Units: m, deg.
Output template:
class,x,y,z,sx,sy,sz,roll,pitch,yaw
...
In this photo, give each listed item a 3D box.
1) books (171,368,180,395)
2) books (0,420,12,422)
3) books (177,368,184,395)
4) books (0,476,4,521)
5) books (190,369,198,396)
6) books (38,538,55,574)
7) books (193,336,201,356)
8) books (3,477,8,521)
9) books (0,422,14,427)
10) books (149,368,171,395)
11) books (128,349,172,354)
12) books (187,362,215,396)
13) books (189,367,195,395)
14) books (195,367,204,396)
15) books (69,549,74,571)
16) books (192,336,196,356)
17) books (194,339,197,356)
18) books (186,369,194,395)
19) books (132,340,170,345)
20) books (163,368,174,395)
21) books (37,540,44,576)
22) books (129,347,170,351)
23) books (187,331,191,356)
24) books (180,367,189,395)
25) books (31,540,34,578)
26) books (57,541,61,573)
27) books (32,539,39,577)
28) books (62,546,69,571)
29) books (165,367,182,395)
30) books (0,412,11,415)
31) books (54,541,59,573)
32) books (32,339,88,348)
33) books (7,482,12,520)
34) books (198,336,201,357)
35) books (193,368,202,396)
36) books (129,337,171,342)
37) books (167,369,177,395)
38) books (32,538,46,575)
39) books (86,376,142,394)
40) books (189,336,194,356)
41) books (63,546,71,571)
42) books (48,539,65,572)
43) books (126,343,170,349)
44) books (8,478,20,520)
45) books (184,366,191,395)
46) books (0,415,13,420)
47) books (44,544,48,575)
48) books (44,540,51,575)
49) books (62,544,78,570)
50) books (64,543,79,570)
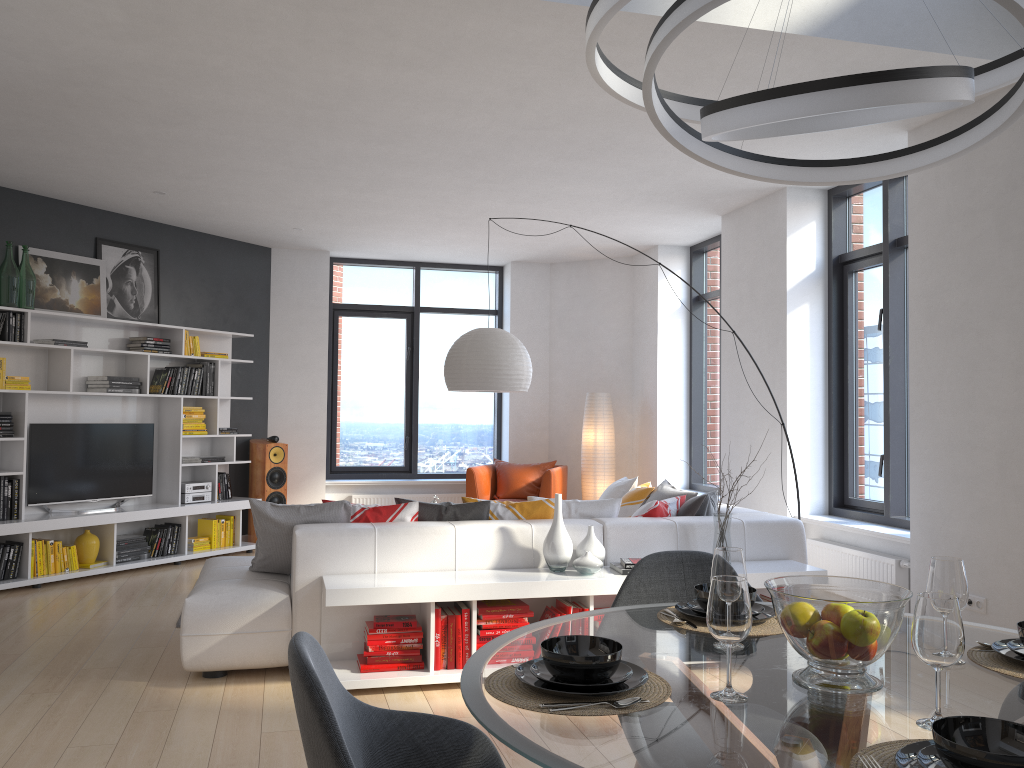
class,x,y,z,sx,sy,sz,roll,pitch,yaw
books,-2.995,-0.020,7.783,0.172,0.242,0.069,-1,-3,31
books,-3.821,0.268,6.447,0.189,0.020,0.264,-1,-3,34
books,-2.987,-0.019,7.836,0.179,0.243,0.068,-1,-2,29
books,-3.799,0.832,6.487,0.237,0.326,0.026,-1,-2,31
books,-2.907,-0.016,7.953,0.179,0.243,0.071,-1,-2,29
books,-3.529,1.300,6.696,0.185,0.252,0.055,-1,-2,29
books,-2.868,-0.336,7.966,0.141,0.184,0.064,-1,-3,31
books,-3.784,0.839,6.513,0.239,0.315,0.034,-1,-2,31
books,-3.817,0.293,6.445,0.214,0.030,0.284,-1,-3,39
books,-3.064,-0.021,7.708,0.182,0.234,0.104,-1,-2,31
books,-3.123,-0.274,7.649,0.214,0.030,0.284,-1,-3,34
books,-2.855,-0.042,8.121,0.259,0.321,0.128,-1,-2,31
books,-2.931,-0.021,7.938,0.192,0.254,0.075,-1,-2,30
books,-2.881,-0.020,8.022,0.197,0.260,0.066,-1,-2,31
books,-3.419,1.347,6.815,0.113,0.169,0.049,-1,-2,29
books,-2.887,-0.334,7.928,0.128,0.178,0.044,-1,-2,30
books,-2.868,-0.324,7.938,0.108,0.161,0.046,-1,-2,29
books,-2.920,-0.015,7.904,0.172,0.242,0.069,-1,-3,31
books,-3.117,-0.352,7.655,0.180,0.026,0.246,-1,-3,33
books,-3.051,-0.019,7.739,0.187,0.234,0.096,-1,-2,31
books,-3.581,1.293,6.616,0.198,0.258,0.066,-1,-2,31
books,-3.127,-0.299,7.651,0.189,0.020,0.264,-1,-2,29
books,-2.938,-0.359,7.900,0.164,0.224,0.054,-1,-2,30
books,-2.972,-0.022,7.870,0.191,0.249,0.084,-1,-2,31
books,-3.596,1.284,6.538,0.204,0.270,0.029,-1,-2,31
books,-3.501,1.310,6.743,0.171,0.235,0.043,-1,-2,29
books,-3.594,1.285,6.582,0.213,0.271,0.048,-1,-2,31
books,-3.456,1.336,6.790,0.138,0.188,0.056,-1,-2,31
books,-3.006,-0.027,7.816,0.192,0.254,0.075,-1,-2,30
books,-3.811,0.214,6.450,0.180,0.026,0.246,-1,-3,38
books,-3.496,1.307,6.713,0.169,0.240,0.043,-1,-2,29
books,-3.535,-0.313,6.942,0.250,0.047,0.310,0,-2,26
books,-3.761,0.860,6.537,0.200,0.272,0.028,-1,-2,31
books,-2.863,-0.335,7.990,0.142,0.184,0.044,-1,-3,31
books,-2.897,-0.017,7.992,0.191,0.249,0.084,-1,-2,31
books,-3.128,-0.379,7.659,0.209,0.030,0.266,0,-2,24
books,-3.024,-0.018,7.759,0.169,0.233,0.081,-1,-2,30
books,-3.564,1.291,6.641,0.202,0.267,0.038,-1,-2,31
books,-3.304,0.011,7.367,0.277,0.137,0.343,0,-2,26
books,-2.903,-0.336,7.915,0.132,0.180,0.054,-1,-2,31
books,-3.439,1.337,6.805,0.134,0.187,0.046,-1,-2,30
books,-3.493,1.311,6.775,0.172,0.235,0.056,-1,-2,30
books,-3.142,-0.324,7.665,0.214,0.030,0.284,-1,-3,34
books,-3.742,0.850,6.573,0.230,0.297,0.051,-1,-2,31
books,-2.956,-0.026,7.900,0.197,0.260,0.066,-1,-2,31
books,-3.835,0.243,6.462,0.214,0.030,0.284,-1,-3,39
books,-3.540,1.311,6.648,0.156,0.230,0.042,-1,-2,29
books,-3.533,1.298,6.669,0.180,0.252,0.041,-1,-2,31
books,-3.420,1.336,6.845,0.148,0.193,0.067,-1,-3,31
books,-3.415,1.336,6.870,0.149,0.193,0.046,-1,-3,31
